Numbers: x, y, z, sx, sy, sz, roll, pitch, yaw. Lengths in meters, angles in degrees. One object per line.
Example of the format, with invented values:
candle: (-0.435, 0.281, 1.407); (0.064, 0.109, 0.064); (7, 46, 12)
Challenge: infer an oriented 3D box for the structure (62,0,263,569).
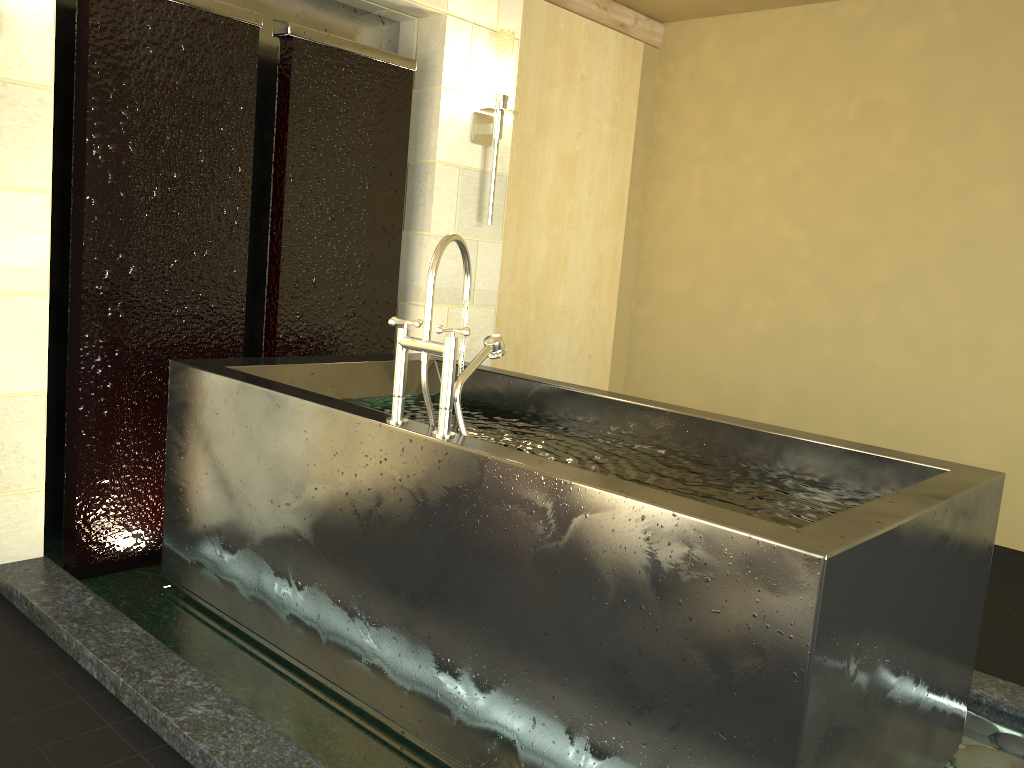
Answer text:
structure: (-1.209, -0.299, 3.067); (0.094, 2.063, 0.641); (12, 10, 41)

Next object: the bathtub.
bathtub: (0.054, 0.191, 2.493); (2.135, 1.160, 1.068); (12, 10, 41)

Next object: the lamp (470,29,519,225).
lamp: (-0.068, -1.125, 3.920); (0.188, 0.835, 0.176); (12, 10, 41)

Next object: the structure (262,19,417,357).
structure: (-0.722, -0.332, 3.603); (0.094, 2.063, 0.641); (12, 10, 41)

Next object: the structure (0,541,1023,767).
structure: (-0.312, 0.854, 2.900); (3.806, 0.635, 1.973); (12, 11, 41)
